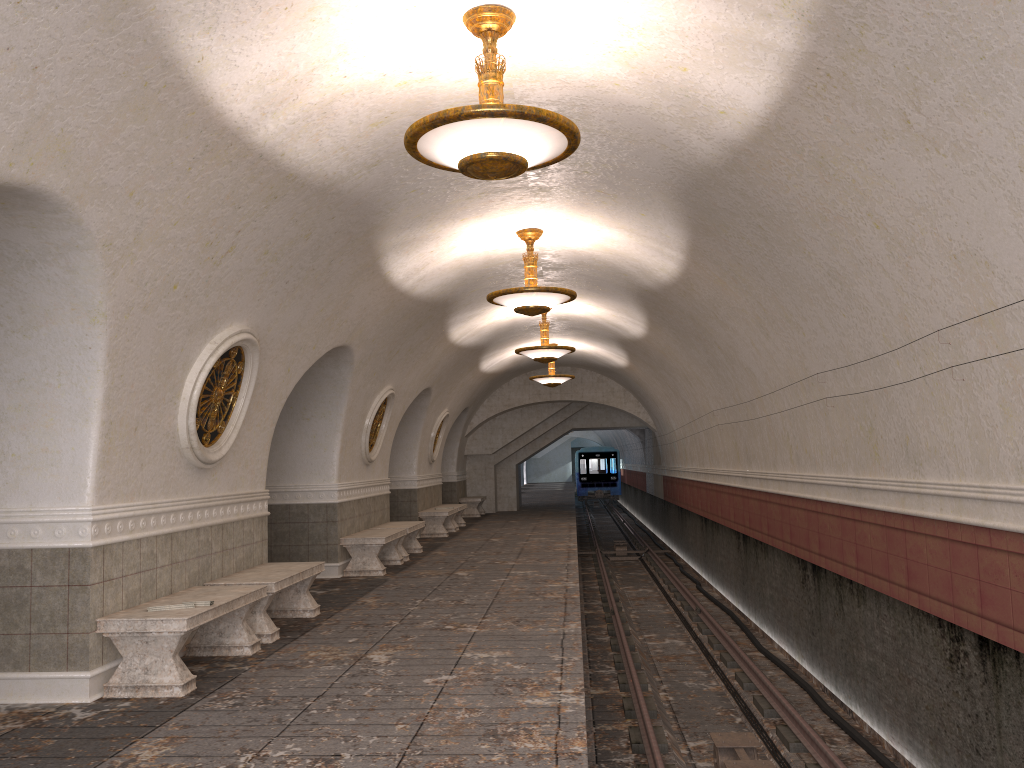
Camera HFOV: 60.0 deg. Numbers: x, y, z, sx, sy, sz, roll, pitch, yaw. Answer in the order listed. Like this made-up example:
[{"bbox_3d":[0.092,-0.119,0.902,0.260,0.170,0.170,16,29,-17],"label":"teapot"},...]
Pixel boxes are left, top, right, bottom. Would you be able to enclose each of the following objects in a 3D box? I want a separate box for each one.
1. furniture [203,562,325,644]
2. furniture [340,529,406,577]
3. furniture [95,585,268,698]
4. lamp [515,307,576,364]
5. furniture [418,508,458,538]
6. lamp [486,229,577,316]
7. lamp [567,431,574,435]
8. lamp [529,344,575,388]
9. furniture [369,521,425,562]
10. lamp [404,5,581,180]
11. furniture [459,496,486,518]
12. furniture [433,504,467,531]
[{"bbox_3d":[-2.213,1.970,8.099,0.613,0.508,1.509,-2,-5,4],"label":"furniture"},{"bbox_3d":[-1.916,2.344,12.412,0.613,0.508,1.509,-2,-5,4],"label":"furniture"},{"bbox_3d":[-2.328,1.825,6.427,0.613,0.508,1.509,-2,-5,4],"label":"furniture"},{"bbox_3d":[0.542,-0.810,14.699,1.008,0.955,1.008,-3,-5,20],"label":"lamp"},{"bbox_3d":[-1.508,2.857,18.338,0.613,0.508,1.509,-2,-5,4],"label":"furniture"},{"bbox_3d":[0.211,-1.226,9.900,1.008,0.955,1.008,-3,-5,20],"label":"lamp"},{"bbox_3d":[3.387,2.773,56.024,1.008,0.955,1.008,-1,-5,-10],"label":"lamp"},{"bbox_3d":[0.872,-0.394,19.500,1.008,0.955,1.008,3,-7,-40],"label":"lamp"},{"bbox_3d":[-1.801,2.488,14.083,0.613,0.508,1.509,-2,-5,4],"label":"furniture"},{"bbox_3d":[-0.119,-1.643,5.100,1.008,0.955,1.008,-1,-5,-12],"label":"lamp"},{"bbox_3d":[-1.076,3.401,24.602,0.613,0.508,1.509,-2,-5,4],"label":"furniture"},{"bbox_3d":[-1.393,3.002,20.009,0.613,0.508,1.509,-2,-5,4],"label":"furniture"}]
